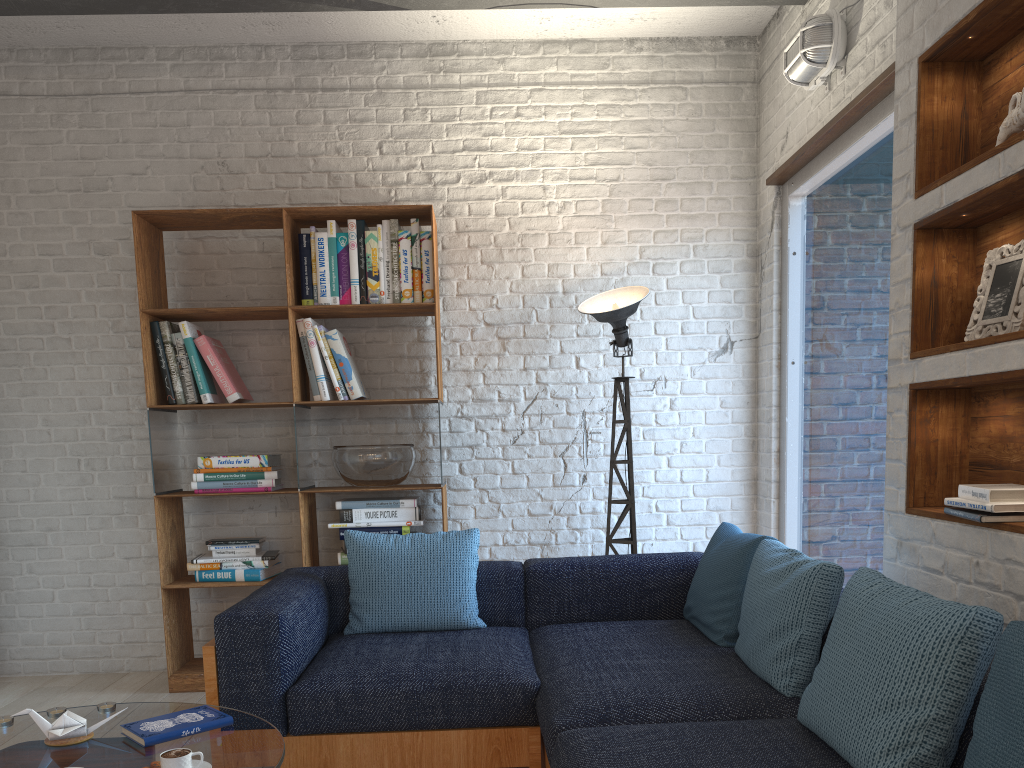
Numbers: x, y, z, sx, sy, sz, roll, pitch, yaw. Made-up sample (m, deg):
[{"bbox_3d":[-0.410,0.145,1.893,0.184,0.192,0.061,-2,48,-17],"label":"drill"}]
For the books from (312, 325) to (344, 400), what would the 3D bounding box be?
[{"bbox_3d":[-0.848,-0.087,4.129,0.125,0.352,0.269,-2,3,-2],"label":"books"}]

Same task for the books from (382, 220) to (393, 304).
[{"bbox_3d":[-0.571,-0.544,4.096,0.036,0.388,0.241,-2,4,-2],"label":"books"}]

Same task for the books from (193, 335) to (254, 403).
[{"bbox_3d":[-1.364,-0.059,4.134,0.195,0.322,0.252,-2,3,-2],"label":"books"}]

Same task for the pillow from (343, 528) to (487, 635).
[{"bbox_3d":[-0.382,0.763,3.391,0.555,0.414,0.220,-2,5,-3],"label":"pillow"}]

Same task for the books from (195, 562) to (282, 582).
[{"bbox_3d":[-1.322,0.910,4.225,0.327,0.056,0.253,-2,-3,8],"label":"books"}]

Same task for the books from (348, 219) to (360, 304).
[{"bbox_3d":[-0.721,-0.542,4.069,0.036,0.388,0.241,-2,4,-2],"label":"books"}]

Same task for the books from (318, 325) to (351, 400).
[{"bbox_3d":[-0.827,-0.087,4.139,0.125,0.352,0.269,-2,3,-2],"label":"books"}]

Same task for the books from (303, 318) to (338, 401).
[{"bbox_3d":[-0.901,-0.103,4.116,0.103,0.388,0.241,-2,4,-2],"label":"books"}]

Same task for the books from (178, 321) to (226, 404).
[{"bbox_3d":[-1.456,-0.090,4.105,0.121,0.385,0.241,-2,4,-2],"label":"books"}]

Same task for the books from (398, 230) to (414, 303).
[{"bbox_3d":[-0.486,-0.520,4.083,0.055,0.333,0.252,-2,3,-2],"label":"books"}]

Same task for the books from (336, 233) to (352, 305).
[{"bbox_3d":[-0.768,-0.511,4.091,0.055,0.333,0.252,-2,3,-2],"label":"books"}]

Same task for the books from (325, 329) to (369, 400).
[{"bbox_3d":[-0.778,-0.080,4.127,0.158,0.333,0.252,-2,3,-2],"label":"books"}]

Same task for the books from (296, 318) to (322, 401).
[{"bbox_3d":[-0.940,-0.101,4.138,0.101,0.388,0.241,-2,4,-2],"label":"books"}]

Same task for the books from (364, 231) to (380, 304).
[{"bbox_3d":[-0.637,-0.516,4.070,0.055,0.333,0.252,-2,3,-2],"label":"books"}]

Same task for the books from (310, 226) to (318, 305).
[{"bbox_3d":[-0.901,-0.522,4.084,0.021,0.363,0.269,-2,3,-2],"label":"books"}]

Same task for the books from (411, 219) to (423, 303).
[{"bbox_3d":[-0.439,-0.548,4.087,0.036,0.388,0.241,-2,4,-2],"label":"books"}]

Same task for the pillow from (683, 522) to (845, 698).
[{"bbox_3d":[0.800,0.710,2.920,0.243,0.401,1.100,-2,-2,-3],"label":"pillow"}]

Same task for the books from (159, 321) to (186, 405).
[{"bbox_3d":[-1.563,-0.088,4.114,0.091,0.389,0.241,-2,4,-2],"label":"books"}]

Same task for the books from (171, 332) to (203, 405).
[{"bbox_3d":[-1.512,-0.063,4.137,0.102,0.337,0.252,-2,3,-2],"label":"books"}]

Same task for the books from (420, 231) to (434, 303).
[{"bbox_3d":[-0.390,-0.521,4.108,0.055,0.333,0.252,-2,3,-2],"label":"books"}]

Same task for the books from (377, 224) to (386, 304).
[{"bbox_3d":[-0.599,-0.531,4.084,0.021,0.363,0.269,-2,3,-2],"label":"books"}]

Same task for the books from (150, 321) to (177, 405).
[{"bbox_3d":[-1.600,-0.087,4.105,0.091,0.389,0.241,-2,4,-2],"label":"books"}]

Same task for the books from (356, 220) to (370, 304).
[{"bbox_3d":[-0.684,-0.542,4.080,0.036,0.388,0.241,-2,4,-2],"label":"books"}]

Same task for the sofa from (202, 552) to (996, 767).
[{"bbox_3d":[0.125,0.925,1.796,2.079,0.665,3.928,-2,-3,-2],"label":"sofa"}]

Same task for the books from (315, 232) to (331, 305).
[{"bbox_3d":[-0.861,-0.510,4.070,0.055,0.333,0.252,-2,3,-2],"label":"books"}]

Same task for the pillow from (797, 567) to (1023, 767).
[{"bbox_3d":[0.828,0.601,1.576,0.254,0.419,1.205,-2,-2,-2],"label":"pillow"}]

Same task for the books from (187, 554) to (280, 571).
[{"bbox_3d":[-1.344,0.864,4.228,0.379,0.037,0.243,-1,-3,-2],"label":"books"}]

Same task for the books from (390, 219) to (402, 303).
[{"bbox_3d":[-0.533,-0.546,4.084,0.036,0.388,0.241,-2,4,-2],"label":"books"}]

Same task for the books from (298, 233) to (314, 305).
[{"bbox_3d":[-0.939,-0.507,4.086,0.055,0.333,0.252,-2,3,-2],"label":"books"}]

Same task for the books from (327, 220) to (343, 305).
[{"bbox_3d":[-0.815,-0.539,4.072,0.036,0.388,0.241,-2,4,-2],"label":"books"}]
